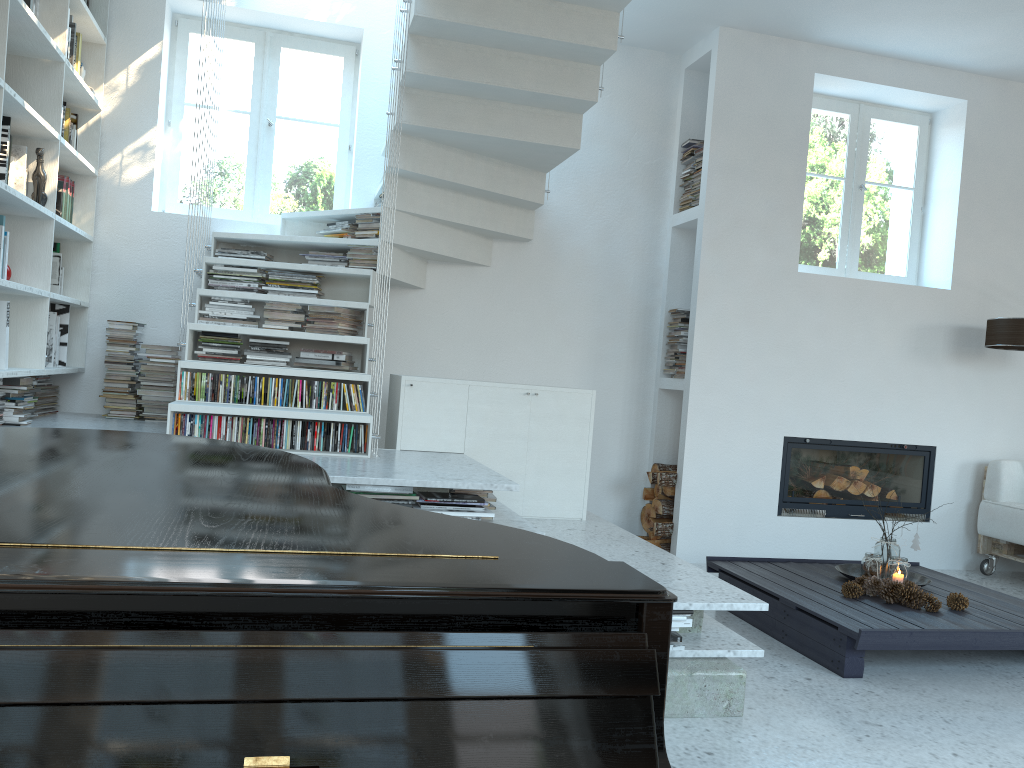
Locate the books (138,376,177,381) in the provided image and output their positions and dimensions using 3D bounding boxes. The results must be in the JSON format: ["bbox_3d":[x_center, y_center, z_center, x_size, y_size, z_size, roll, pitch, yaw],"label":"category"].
[{"bbox_3d":[-1.963,-0.032,4.945,0.174,0.014,0.290,4,1,-12],"label":"books"}]

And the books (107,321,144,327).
[{"bbox_3d":[-2.131,-0.330,4.896,0.159,0.011,0.228,4,1,-15],"label":"books"}]

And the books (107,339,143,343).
[{"bbox_3d":[-2.139,-0.238,4.898,0.161,0.008,0.192,4,1,-14],"label":"books"}]

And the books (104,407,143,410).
[{"bbox_3d":[-2.165,0.130,4.949,0.164,0.004,0.272,4,1,-15],"label":"books"}]

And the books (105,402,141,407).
[{"bbox_3d":[-2.165,0.110,4.948,0.159,0.015,0.253,4,1,-17],"label":"books"}]

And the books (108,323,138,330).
[{"bbox_3d":[-2.145,-0.313,4.893,0.123,0.025,0.232,4,1,-17],"label":"books"}]

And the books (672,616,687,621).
[{"bbox_3d":[0.452,0.778,3.034,0.243,0.015,0.164,4,1,-10],"label":"books"}]

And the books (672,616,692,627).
[{"bbox_3d":[0.450,0.798,3.035,0.287,0.027,0.156,4,1,-19],"label":"books"}]

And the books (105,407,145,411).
[{"bbox_3d":[-2.155,0.135,4.951,0.189,0.006,0.249,4,1,-19],"label":"books"}]

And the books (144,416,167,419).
[{"bbox_3d":[-1.961,0.181,4.945,0.147,0.008,0.243,4,1,-17],"label":"books"}]

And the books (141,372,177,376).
[{"bbox_3d":[-1.964,-0.059,4.944,0.173,0.006,0.251,4,1,-18],"label":"books"}]

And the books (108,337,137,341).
[{"bbox_3d":[-2.150,-0.248,4.894,0.131,0.011,0.182,4,1,-16],"label":"books"}]

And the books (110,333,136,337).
[{"bbox_3d":[-2.147,-0.267,4.894,0.121,0.011,0.214,4,1,-19],"label":"books"}]

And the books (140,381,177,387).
[{"bbox_3d":[-1.962,-0.004,4.947,0.171,0.017,0.285,4,1,-15],"label":"books"}]

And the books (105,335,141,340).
[{"bbox_3d":[-2.145,-0.257,4.895,0.144,0.009,0.227,4,1,-14],"label":"books"}]

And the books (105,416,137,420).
[{"bbox_3d":[-2.161,0.180,4.952,0.147,0.008,0.290,4,1,-13],"label":"books"}]

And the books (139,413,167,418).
[{"bbox_3d":[-1.968,0.171,4.943,0.160,0.012,0.224,4,1,-10],"label":"books"}]

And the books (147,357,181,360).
[{"bbox_3d":[-1.938,-0.142,4.947,0.131,0.007,0.250,4,1,-10],"label":"books"}]

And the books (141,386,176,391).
[{"bbox_3d":[-1.963,0.021,4.947,0.169,0.014,0.212,4,1,-13],"label":"books"}]

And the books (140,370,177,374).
[{"bbox_3d":[-1.968,-0.069,4.942,0.183,0.012,0.205,4,1,-18],"label":"books"}]

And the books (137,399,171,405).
[{"bbox_3d":[-1.969,0.096,4.940,0.169,0.015,0.232,4,1,-9],"label":"books"}]

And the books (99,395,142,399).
[{"bbox_3d":[-2.166,0.070,4.946,0.187,0.009,0.261,4,1,-9],"label":"books"}]

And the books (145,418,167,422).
[{"bbox_3d":[-1.955,0.206,4.948,0.142,0.020,0.230,4,1,-14],"label":"books"}]

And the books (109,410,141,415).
[{"bbox_3d":[-2.158,0.154,4.951,0.138,0.017,0.237,4,1,-17],"label":"books"}]

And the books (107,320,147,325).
[{"bbox_3d":[-2.126,-0.338,4.897,0.152,0.006,0.230,4,1,-9],"label":"books"}]

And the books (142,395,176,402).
[{"bbox_3d":[-1.957,0.076,4.942,0.163,0.028,0.204,4,1,-12],"label":"books"}]

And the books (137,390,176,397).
[{"bbox_3d":[-1.965,0.048,4.939,0.188,0.027,0.253,4,1,-14],"label":"books"}]

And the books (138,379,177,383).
[{"bbox_3d":[-1.971,-0.019,4.944,0.189,0.013,0.215,4,1,-16],"label":"books"}]

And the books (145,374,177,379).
[{"bbox_3d":[-1.946,-0.047,4.949,0.149,0.017,0.239,4,1,-14],"label":"books"}]

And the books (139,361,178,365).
[{"bbox_3d":[-1.960,-0.117,4.942,0.184,0.008,0.251,4,1,-13],"label":"books"}]

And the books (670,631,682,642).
[{"bbox_3d":[0.450,0.840,3.024,0.205,0.017,0.187,4,1,-9],"label":"books"}]

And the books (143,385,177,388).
[{"bbox_3d":[-1.957,0.009,4.948,0.159,0.009,0.210,4,1,-13],"label":"books"}]

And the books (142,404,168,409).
[{"bbox_3d":[-1.958,0.119,4.943,0.163,0.017,0.232,4,1,-14],"label":"books"}]

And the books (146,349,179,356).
[{"bbox_3d":[-1.948,-0.176,4.943,0.157,0.025,0.233,4,1,-18],"label":"books"}]

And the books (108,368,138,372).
[{"bbox_3d":[-2.151,-0.080,4.905,0.141,0.011,0.252,4,1,-20],"label":"books"}]

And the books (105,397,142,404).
[{"bbox_3d":[-2.161,0.088,4.948,0.161,0.027,0.185,4,1,-12],"label":"books"}]

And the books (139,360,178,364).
[{"bbox_3d":[-1.959,-0.124,4.942,0.189,0.006,0.249,4,1,-14],"label":"books"}]

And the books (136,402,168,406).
[{"bbox_3d":[-1.970,0.107,4.940,0.184,0.006,0.262,4,1,-13],"label":"books"}]

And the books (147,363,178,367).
[{"bbox_3d":[-1.942,-0.107,4.947,0.146,0.010,0.247,4,1,-15],"label":"books"}]

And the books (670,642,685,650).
[{"bbox_3d":[0.446,0.871,3.031,0.230,0.017,0.184,4,1,-12],"label":"books"}]

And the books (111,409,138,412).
[{"bbox_3d":[-2.154,0.142,4.952,0.133,0.007,0.225,4,1,-17],"label":"books"}]

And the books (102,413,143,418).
[{"bbox_3d":[-2.163,0.174,4.951,0.186,0.004,0.265,4,1,-15],"label":"books"}]

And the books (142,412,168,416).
[{"bbox_3d":[-1.958,0.161,4.945,0.152,0.009,0.259,4,1,-13],"label":"books"}]

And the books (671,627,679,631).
[{"bbox_3d":[0.444,0.821,3.055,0.224,0.019,0.137,4,1,-13],"label":"books"}]

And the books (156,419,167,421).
[{"bbox_3d":[-1.932,0.193,4.953,0.091,0.011,0.190,4,1,-16],"label":"books"}]

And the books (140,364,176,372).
[{"bbox_3d":[-1.966,-0.089,4.942,0.179,0.029,0.228,4,1,-19],"label":"books"}]

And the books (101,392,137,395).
[{"bbox_3d":[-2.167,0.049,4.907,0.132,0.007,0.255,4,1,-9],"label":"books"}]

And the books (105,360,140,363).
[{"bbox_3d":[-2.151,-0.125,4.903,0.150,0.005,0.261,4,1,-16],"label":"books"}]

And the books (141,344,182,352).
[{"bbox_3d":[-1.951,-0.202,4.941,0.161,0.026,0.267,4,1,-9],"label":"books"}]

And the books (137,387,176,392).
[{"bbox_3d":[-1.976,0.030,4.945,0.189,0.006,0.249,4,1,-16],"label":"books"}]

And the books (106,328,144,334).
[{"bbox_3d":[-2.135,-0.292,4.896,0.155,0.014,0.235,4,1,-13],"label":"books"}]

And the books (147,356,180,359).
[{"bbox_3d":[-1.942,-0.149,4.945,0.146,0.006,0.295,4,1,-16],"label":"books"}]

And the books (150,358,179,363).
[{"bbox_3d":[-1.934,-0.131,4.948,0.128,0.013,0.296,4,1,-16],"label":"books"}]

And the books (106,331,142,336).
[{"bbox_3d":[-2.141,-0.279,4.895,0.150,0.014,0.206,4,1,-14],"label":"books"}]

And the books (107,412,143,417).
[{"bbox_3d":[-2.157,0.167,4.952,0.142,0.010,0.297,4,1,-15],"label":"books"}]

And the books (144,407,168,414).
[{"bbox_3d":[-1.960,0.142,4.944,0.152,0.029,0.179,4,1,-18],"label":"books"}]

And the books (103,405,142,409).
[{"bbox_3d":[-2.163,0.123,4.949,0.165,0.011,0.285,4,1,-14],"label":"books"}]

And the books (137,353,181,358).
[{"bbox_3d":[-1.960,-0.159,4.940,0.177,0.012,0.278,4,1,-10],"label":"books"}]
